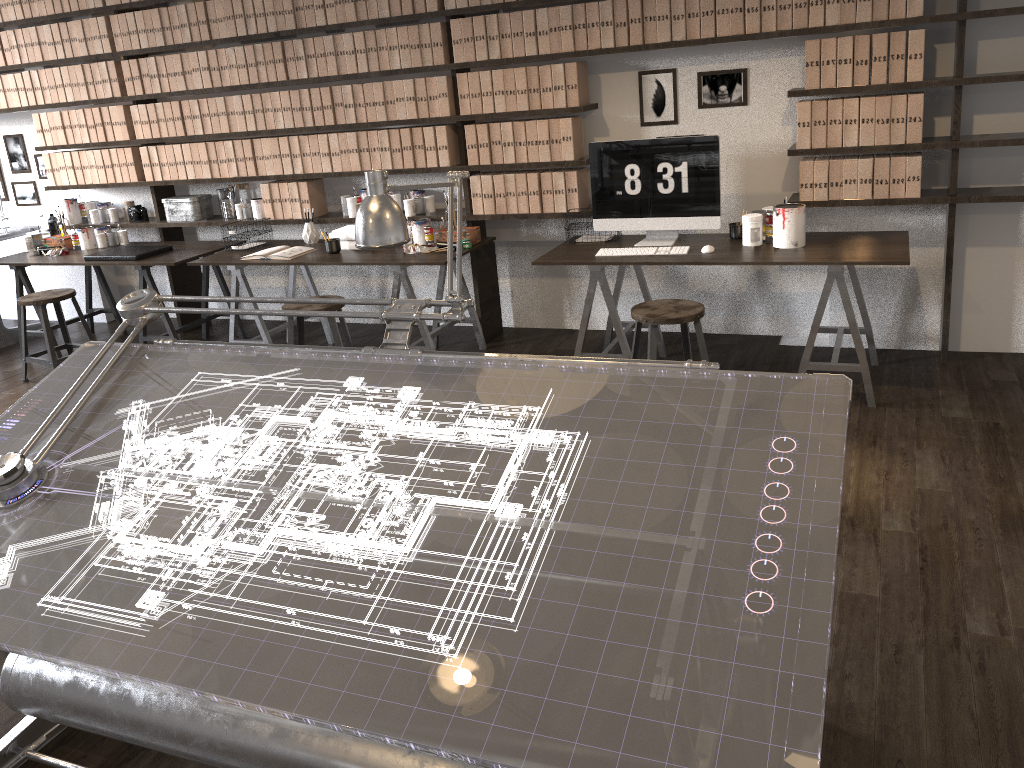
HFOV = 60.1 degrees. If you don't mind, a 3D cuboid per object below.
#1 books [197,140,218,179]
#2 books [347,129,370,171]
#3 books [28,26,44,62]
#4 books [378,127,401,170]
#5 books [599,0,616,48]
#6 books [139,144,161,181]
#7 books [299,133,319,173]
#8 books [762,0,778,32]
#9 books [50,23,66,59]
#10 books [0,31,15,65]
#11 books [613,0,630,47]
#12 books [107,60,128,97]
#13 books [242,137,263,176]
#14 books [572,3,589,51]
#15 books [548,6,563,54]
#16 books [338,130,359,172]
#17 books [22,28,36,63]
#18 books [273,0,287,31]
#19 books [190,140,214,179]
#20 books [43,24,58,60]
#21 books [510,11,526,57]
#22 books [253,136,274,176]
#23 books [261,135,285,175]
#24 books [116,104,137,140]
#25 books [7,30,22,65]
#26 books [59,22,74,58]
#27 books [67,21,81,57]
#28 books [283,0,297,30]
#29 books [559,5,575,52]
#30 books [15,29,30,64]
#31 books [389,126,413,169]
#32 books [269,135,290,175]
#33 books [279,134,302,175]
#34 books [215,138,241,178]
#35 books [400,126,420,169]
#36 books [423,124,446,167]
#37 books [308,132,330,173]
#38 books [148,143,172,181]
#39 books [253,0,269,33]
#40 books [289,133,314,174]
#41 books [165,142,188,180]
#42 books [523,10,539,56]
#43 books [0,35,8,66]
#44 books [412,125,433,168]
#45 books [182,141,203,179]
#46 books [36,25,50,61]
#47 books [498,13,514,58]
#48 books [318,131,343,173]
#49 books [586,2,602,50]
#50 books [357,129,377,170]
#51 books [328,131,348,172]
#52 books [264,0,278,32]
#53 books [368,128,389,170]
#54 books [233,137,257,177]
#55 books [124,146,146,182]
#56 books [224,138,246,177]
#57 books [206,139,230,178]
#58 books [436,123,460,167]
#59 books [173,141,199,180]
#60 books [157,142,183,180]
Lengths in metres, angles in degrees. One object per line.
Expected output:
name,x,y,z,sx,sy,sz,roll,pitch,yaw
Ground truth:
books,-1.917,-1.444,5.688,0.067,0.222,0.177,2,19,23
books,-0.891,-1.386,5.253,0.067,0.222,0.177,2,19,23
books,-3.118,-2.274,5.935,0.067,0.222,0.177,2,19,23
books,-0.698,-1.376,5.172,0.067,0.222,0.177,2,19,23
books,0.505,-1.819,4.484,0.067,0.222,0.177,2,19,23
books,-2.362,-1.469,5.878,0.067,0.222,0.177,2,19,23
books,-1.203,-1.406,5.392,0.067,0.222,0.177,2,19,23
books,1.223,-1.779,4.180,0.067,0.222,0.177,2,19,23
books,-2.932,-2.264,5.857,0.067,0.222,0.177,2,19,23
books,-3.373,-2.291,6.050,0.067,0.222,0.177,2,19,23
books,0.572,-1.817,4.460,0.067,0.222,0.177,2,19,23
books,-2.530,-1.993,5.778,0.067,0.222,0.177,2,19,23
books,-1.589,-1.426,5.550,0.067,0.222,0.177,2,19,23
books,0.376,-1.828,4.543,0.067,0.222,0.177,2,19,23
books,0.252,-1.834,4.595,0.067,0.222,0.177,2,19,23
books,-0.951,-1.391,5.283,0.067,0.222,0.177,2,19,23
books,-3.178,-2.280,5.966,0.067,0.222,0.177,2,19,23
books,-1.306,-2.174,5.170,0.067,0.222,0.177,2,19,23
books,-1.976,-1.449,5.719,0.067,0.222,0.177,2,19,23
books,-2.997,-2.268,5.887,0.067,0.222,0.177,2,19,23
books,0.063,-1.845,4.675,0.067,0.222,0.177,2,19,23
books,-1.519,-1.424,5.526,0.067,0.222,0.177,2,19,23
books,-1.460,-1.420,5.498,0.067,0.222,0.177,2,19,23
books,-2.505,-1.730,5.850,0.067,0.222,0.177,2,19,23
books,-3.310,-2.286,6.018,0.067,0.222,0.177,2,19,23
books,-2.865,-2.262,5.833,0.067,0.222,0.177,2,19,23
books,-2.800,-2.259,5.807,0.067,0.222,0.177,2,19,23
books,-1.246,-2.168,5.139,0.067,0.222,0.177,2,19,23
books,0.312,-1.829,4.564,0.067,0.222,0.177,2,19,23
books,-3.243,-2.283,5.994,0.067,0.222,0.177,2,19,23
books,-0.631,-1.374,5.149,0.067,0.222,0.177,2,19,23
books,-1.403,-1.415,5.470,0.067,0.222,0.177,2,19,23
books,-1.337,-1.411,5.442,0.067,0.222,0.177,2,19,23
books,-1.787,-1.439,5.639,0.067,0.222,0.177,2,19,23
books,-0.564,-1.368,5.114,0.067,0.222,0.177,2,19,23
books,-0.426,-1.361,5.056,0.067,0.222,0.177,2,19,23
books,-1.140,-1.402,5.363,0.067,0.222,0.177,2,19,23
books,-2.294,-1.467,5.852,0.067,0.222,0.177,2,19,23
books,-1.432,-2.179,5.219,0.067,0.222,0.177,2,19,23
books,-1.269,-1.409,5.416,0.067,0.222,0.177,2,19,23
books,-2.165,-1.460,5.799,0.067,0.222,0.177,2,19,23
books,0.126,-1.840,4.644,0.067,0.222,0.177,2,19,23
books,-3.444,-2.293,6.075,0.067,0.222,0.177,2,19,23
books,-0.493,-1.366,5.090,0.067,0.222,0.177,2,19,23
books,-2.035,-1.452,5.742,0.067,0.222,0.177,2,19,23
books,-3.055,-2.272,5.913,0.067,0.222,0.177,2,19,23
books,-0.001,-1.850,4.704,0.067,0.222,0.177,2,19,23
books,-1.076,-1.397,5.333,0.067,0.222,0.177,2,19,23
books,0.441,-1.824,4.516,0.067,0.222,0.177,2,19,23
books,-0.827,-1.385,5.231,0.067,0.222,0.177,2,19,23
books,-1.009,-1.394,5.306,0.067,0.222,0.177,2,19,23
books,-1.364,-2.176,5.193,0.067,0.222,0.177,2,19,23
books,-0.761,-1.381,5.204,0.067,0.222,0.177,2,19,23
books,-1.656,-1.432,5.584,0.067,0.222,0.177,2,19,23
books,-2.484,-1.477,5.930,0.067,0.222,0.177,2,19,23
books,-1.723,-1.434,5.608,0.067,0.222,0.177,2,19,23
books,-1.852,-1.443,5.667,0.067,0.222,0.177,2,19,23
books,-0.354,-1.357,5.027,0.067,0.222,0.177,2,19,23
books,-2.102,-1.455,5.768,0.067,0.222,0.177,2,19,23
books,-2.229,-1.464,5.828,0.067,0.222,0.177,2,19,23
